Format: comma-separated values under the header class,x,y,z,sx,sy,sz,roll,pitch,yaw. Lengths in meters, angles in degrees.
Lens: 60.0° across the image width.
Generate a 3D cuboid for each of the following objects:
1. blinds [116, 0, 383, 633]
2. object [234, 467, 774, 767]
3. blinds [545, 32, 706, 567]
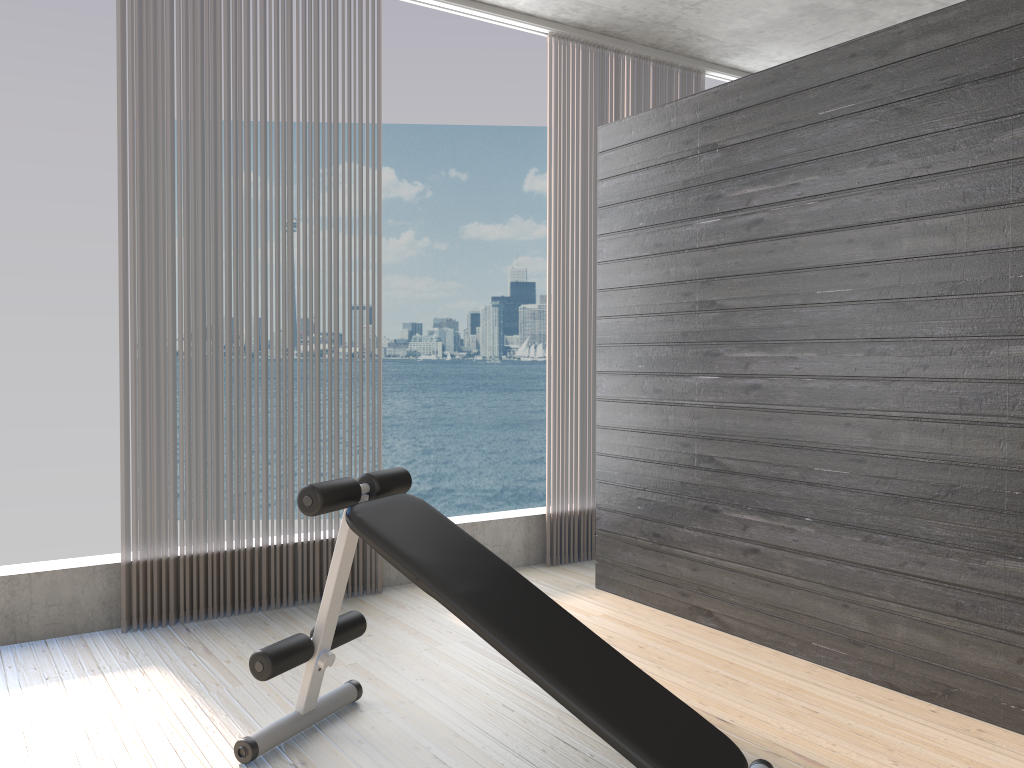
class,x,y,z,sx,sy,sz,roll,pitch,yaw
blinds,-1.055,-0.410,3.741,1.133,2.744,0.069,-1,2,-33
object,-0.038,0.630,2.270,1.312,0.746,0.505,1,2,26
blinds,0.642,-0.435,4.861,1.133,2.744,0.069,-1,2,-33
